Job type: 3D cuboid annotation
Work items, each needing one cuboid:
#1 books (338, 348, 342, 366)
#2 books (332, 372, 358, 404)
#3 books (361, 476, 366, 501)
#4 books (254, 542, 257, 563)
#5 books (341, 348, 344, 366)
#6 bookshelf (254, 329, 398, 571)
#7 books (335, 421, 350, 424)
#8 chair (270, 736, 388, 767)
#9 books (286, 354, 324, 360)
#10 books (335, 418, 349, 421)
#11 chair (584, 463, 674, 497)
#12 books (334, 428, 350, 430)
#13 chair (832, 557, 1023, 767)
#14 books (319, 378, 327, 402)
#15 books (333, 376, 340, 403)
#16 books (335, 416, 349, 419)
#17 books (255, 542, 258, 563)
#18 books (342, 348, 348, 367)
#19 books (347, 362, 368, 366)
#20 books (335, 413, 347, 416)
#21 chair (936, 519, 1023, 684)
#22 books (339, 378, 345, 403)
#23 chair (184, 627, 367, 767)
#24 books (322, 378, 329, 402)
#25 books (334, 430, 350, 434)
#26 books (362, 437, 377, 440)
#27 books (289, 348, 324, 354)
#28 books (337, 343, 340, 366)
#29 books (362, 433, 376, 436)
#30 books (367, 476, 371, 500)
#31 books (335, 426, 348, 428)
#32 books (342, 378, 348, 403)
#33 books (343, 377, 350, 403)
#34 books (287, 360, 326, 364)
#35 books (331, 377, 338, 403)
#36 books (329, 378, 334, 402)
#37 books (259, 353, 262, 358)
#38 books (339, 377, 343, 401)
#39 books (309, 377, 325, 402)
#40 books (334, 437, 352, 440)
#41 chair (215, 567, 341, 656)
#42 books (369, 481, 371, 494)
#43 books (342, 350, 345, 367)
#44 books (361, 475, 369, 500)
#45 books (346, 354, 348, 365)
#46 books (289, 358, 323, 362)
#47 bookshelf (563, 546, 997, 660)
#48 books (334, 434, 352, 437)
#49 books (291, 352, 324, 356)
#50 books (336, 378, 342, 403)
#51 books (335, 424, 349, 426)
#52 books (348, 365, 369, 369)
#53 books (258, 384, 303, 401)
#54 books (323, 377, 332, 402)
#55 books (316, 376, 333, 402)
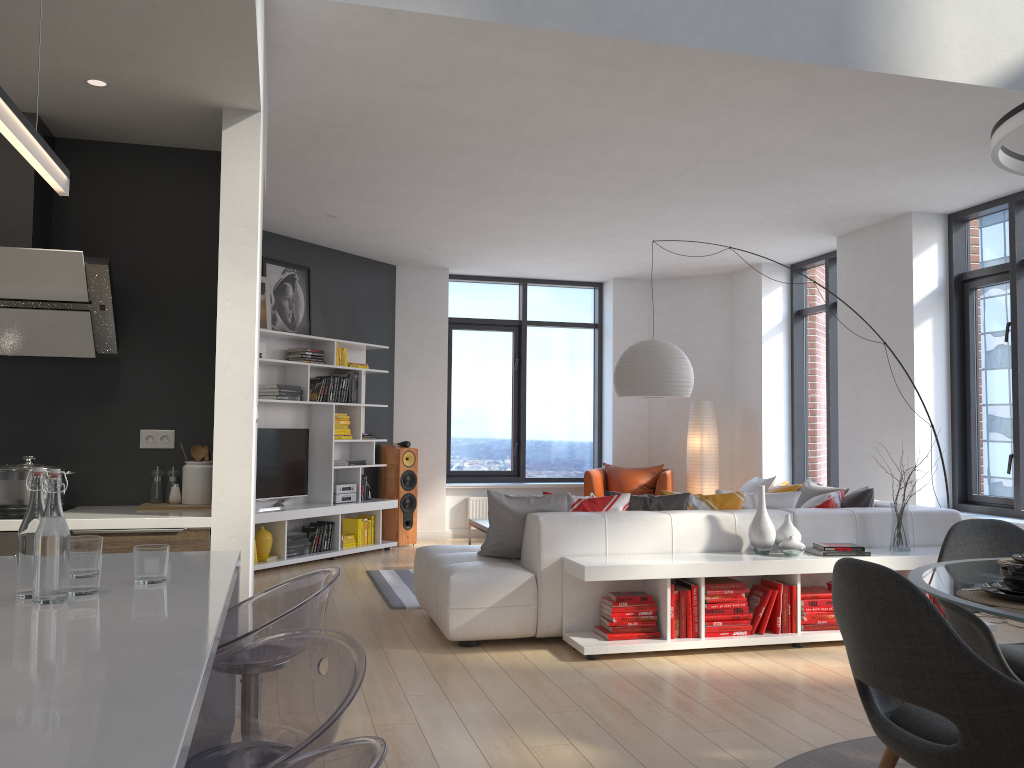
[{"bbox_3d":[-1.697,-0.256,8.524,0.132,0.180,0.054,-1,-3,30],"label":"books"},{"bbox_3d":[-1.650,0.041,8.726,0.259,0.321,0.128,-1,-3,30],"label":"books"},{"bbox_3d":[-1.523,1.034,8.812,0.169,0.242,0.050,-1,-3,30],"label":"books"},{"bbox_3d":[-2.207,1.399,7.426,0.148,0.193,0.067,-1,-4,31],"label":"books"},{"bbox_3d":[-1.681,-0.255,8.538,0.128,0.178,0.044,-1,-3,30],"label":"books"},{"bbox_3d":[-2.093,0.567,7.773,0.455,2.052,3.000,-1,-3,30],"label":"bookshelf"},{"bbox_3d":[-1.720,0.373,8.611,0.176,0.033,0.239,-1,-4,33],"label":"books"},{"bbox_3d":[-0.382,0.863,1.110,0.434,0.787,0.475,0,-3,3],"label":"chair"},{"bbox_3d":[-1.934,-0.248,8.273,0.214,0.030,0.284,-1,-4,34],"label":"books"},{"bbox_3d":[-1.725,0.345,8.608,0.227,0.022,0.160,3,-4,-44],"label":"books"},{"bbox_3d":[1.285,1.288,9.521,0.896,0.858,0.843,0,-3,17],"label":"chair"},{"bbox_3d":[-1.731,0.436,8.599,0.189,0.014,0.251,-1,-4,33],"label":"books"},{"bbox_3d":[1.142,0.885,2.228,0.619,0.891,0.655,1,-3,-13],"label":"chair"},{"bbox_3d":[-1.844,0.058,8.343,0.187,0.234,0.096,-1,-4,30],"label":"books"},{"bbox_3d":[-1.749,0.054,8.505,0.197,0.260,0.066,-1,-3,30],"label":"books"},{"bbox_3d":[-1.717,0.322,8.615,0.163,0.023,0.223,-1,-4,34],"label":"books"},{"bbox_3d":[-2.202,1.400,7.451,0.149,0.193,0.046,-1,-4,31],"label":"books"},{"bbox_3d":[-1.662,-0.255,8.576,0.141,0.184,0.064,-1,-4,31],"label":"books"},{"bbox_3d":[-1.589,-0.190,8.797,0.203,0.024,0.257,-1,-4,33],"label":"books"},{"bbox_3d":[-1.741,0.299,8.619,0.163,0.023,0.223,-1,-4,34],"label":"books"},{"bbox_3d":[1.785,0.931,2.981,0.655,0.891,0.619,1,-3,-8],"label":"chair"},{"bbox_3d":[-1.700,0.064,8.558,0.179,0.243,0.071,-1,-3,29],"label":"books"},{"bbox_3d":[-0.506,0.890,1.647,0.475,0.787,0.434,-2,-4,38],"label":"chair"},{"bbox_3d":[-1.816,0.059,8.363,0.169,0.233,0.081,-1,-3,29],"label":"books"},{"bbox_3d":[-1.718,0.464,8.593,0.189,0.042,0.243,-1,-3,30],"label":"books"},{"bbox_3d":[-1.486,0.543,8.879,0.161,0.023,0.213,-1,-4,34],"label":"books"},{"bbox_3d":[-1.920,-0.303,8.268,0.209,0.030,0.266,-1,-3,24],"label":"books"},{"bbox_3d":[-1.731,-0.280,8.510,0.164,0.224,0.054,-1,-3,29],"label":"books"},{"bbox_3d":[-1.500,0.505,8.891,0.161,0.023,0.213,-1,-4,34],"label":"books"},{"bbox_3d":[-1.497,1.037,8.864,0.177,0.242,0.066,-1,-3,30],"label":"books"},{"bbox_3d":[-1.718,0.418,8.582,0.145,0.023,0.217,-1,-4,34],"label":"books"},{"bbox_3d":[-1.691,0.064,8.597,0.191,0.249,0.084,-1,-3,30],"label":"books"},{"bbox_3d":[-1.675,0.061,8.627,0.197,0.260,0.066,-1,-3,30],"label":"books"},{"bbox_3d":[-1.915,-0.198,8.257,0.214,0.030,0.284,-1,-4,34],"label":"books"},{"bbox_3d":[-1.765,0.057,8.475,0.191,0.249,0.084,-1,-3,30],"label":"books"},{"bbox_3d":[-1.780,0.060,8.440,0.179,0.243,0.068,-1,-3,29],"label":"books"},{"bbox_3d":[-2.324,-0.248,7.548,0.250,0.047,0.310,-1,-3,26],"label":"books"},{"bbox_3d":[-1.725,0.059,8.542,0.192,0.254,0.075,-1,-3,29],"label":"books"},{"bbox_3d":[-1.857,0.055,8.312,0.182,0.234,0.104,-1,-3,30],"label":"books"},{"bbox_3d":[-1.706,0.523,8.585,0.194,0.028,0.257,-2,-4,35],"label":"books"},{"bbox_3d":[-0.658,0.894,2.226,0.434,0.838,0.475,1,-3,-17],"label":"chair"},{"bbox_3d":[-1.508,1.043,8.909,0.179,0.233,0.077,-1,-3,30],"label":"books"},{"bbox_3d":[-1.661,-0.245,8.548,0.108,0.161,0.046,-1,-3,29],"label":"books"},{"bbox_3d":[-1.519,1.030,8.843,0.193,0.255,0.066,-1,-3,30],"label":"books"},{"bbox_3d":[-1.658,-0.255,8.600,0.142,0.184,0.044,-1,-4,31],"label":"books"},{"bbox_3d":[-1.919,-0.223,8.259,0.189,0.020,0.264,-1,-3,29],"label":"books"},{"bbox_3d":[1.588,1.241,5.131,2.600,0.500,0.356,1,-3,-15],"label":"bookshelf"},{"bbox_3d":[-1.715,0.497,8.588,0.203,0.024,0.257,-1,-4,33],"label":"books"},{"bbox_3d":[-1.909,-0.277,8.264,0.180,0.026,0.246,-1,-4,33],"label":"books"},{"bbox_3d":[-1.714,0.064,8.509,0.172,0.242,0.069,-1,-4,31],"label":"books"},{"bbox_3d":[-1.727,0.398,8.602,0.171,0.019,0.239,-1,-3,30],"label":"books"},{"bbox_3d":[-1.581,-0.165,8.794,0.194,0.028,0.257,-2,-4,35],"label":"books"},{"bbox_3d":[-2.094,0.083,7.970,0.277,0.137,0.343,-1,-3,25],"label":"books"},{"bbox_3d":[-1.788,0.057,8.387,0.172,0.242,0.069,-1,-4,31],"label":"books"},{"bbox_3d":[-1.799,0.051,8.421,0.192,0.254,0.075,-1,-3,29],"label":"books"}]
